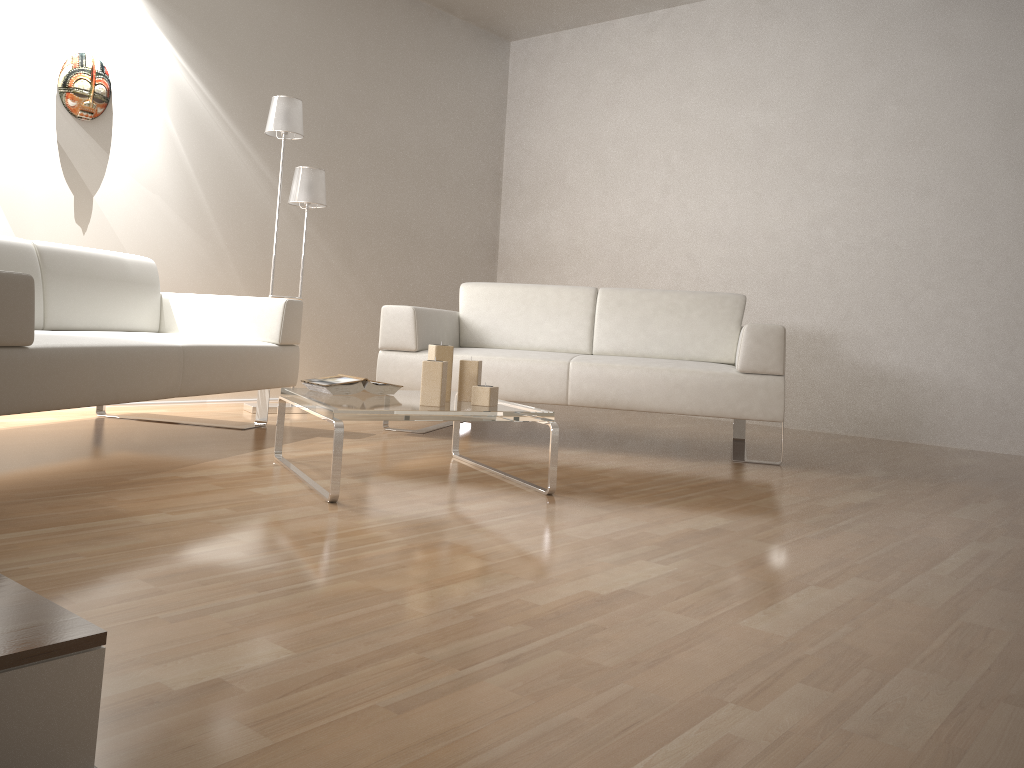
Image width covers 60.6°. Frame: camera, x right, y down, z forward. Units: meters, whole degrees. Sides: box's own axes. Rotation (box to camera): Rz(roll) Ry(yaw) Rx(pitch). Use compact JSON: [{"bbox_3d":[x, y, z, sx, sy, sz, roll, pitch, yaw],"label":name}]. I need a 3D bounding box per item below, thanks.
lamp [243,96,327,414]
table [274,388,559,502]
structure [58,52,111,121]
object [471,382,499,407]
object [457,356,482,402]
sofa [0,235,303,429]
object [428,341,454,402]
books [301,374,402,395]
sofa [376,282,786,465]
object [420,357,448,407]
[{"bbox_3d":[-1.193,-0.694,4.685,0.362,1.691,0.207,6,-6,-30],"label":"lamp"},{"bbox_3d":[-0.346,0.176,2.890,0.697,0.251,0.795,2,3,-26],"label":"table"},{"bbox_3d":[-2.119,-1.497,4.383,0.075,0.359,0.262,-1,-5,39],"label":"structure"},{"bbox_3d":[-0.087,0.031,2.826,0.067,0.075,0.066,3,-2,24],"label":"object"},{"bbox_3d":[-0.142,-0.018,2.959,0.067,0.153,0.066,3,-4,9],"label":"object"},{"bbox_3d":[-1.611,-0.165,3.255,0.907,0.745,1.772,3,2,14],"label":"sofa"},{"bbox_3d":[-0.239,-0.043,2.896,0.067,0.199,0.066,5,-5,-26],"label":"object"},{"bbox_3d":[-0.553,0.001,3.028,0.290,0.056,0.204,1,4,-36],"label":"books"},{"bbox_3d":[0.355,-0.112,4.179,1.784,0.748,0.900,4,0,14],"label":"sofa"},{"bbox_3d":[-0.242,-0.009,2.718,0.067,0.152,0.066,3,-4,9],"label":"object"}]
